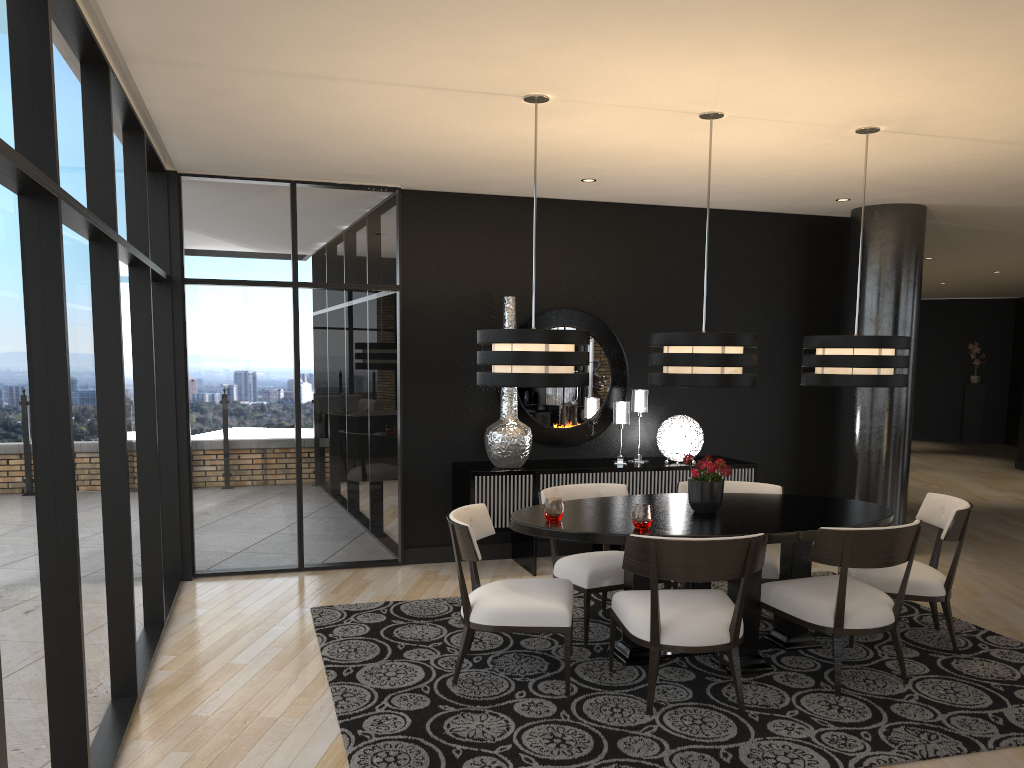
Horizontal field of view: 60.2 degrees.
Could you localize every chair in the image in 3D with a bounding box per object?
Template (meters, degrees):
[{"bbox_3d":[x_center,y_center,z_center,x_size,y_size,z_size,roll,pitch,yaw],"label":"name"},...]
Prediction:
[{"bbox_3d":[1.282,1.011,5.242,0.642,0.814,0.611,2,5,12],"label":"chair"},{"bbox_3d":[0.505,1.010,5.055,0.641,0.814,0.611,-2,6,-31],"label":"chair"},{"bbox_3d":[-0.010,1.027,4.307,0.616,0.814,0.637,1,5,4],"label":"chair"},{"bbox_3d":[1.605,1.043,4.317,0.642,0.814,0.611,-2,6,-23],"label":"chair"},{"bbox_3d":[0.784,1.043,4.043,0.642,0.814,0.610,0,5,-6],"label":"chair"},{"bbox_3d":[2.173,1.031,4.892,0.616,0.814,0.637,2,5,12],"label":"chair"}]

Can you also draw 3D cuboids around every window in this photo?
[{"bbox_3d":[5.732,-0.860,2.107,15.886,4.831,10.048,0,3,-7],"label":"window"}]

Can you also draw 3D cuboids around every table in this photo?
[{"bbox_3d":[1.004,1.045,4.624,2.105,0.776,1.200,0,3,-15],"label":"table"}]

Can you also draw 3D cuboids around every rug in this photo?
[{"bbox_3d":[0.936,1.426,4.668,3.720,0.011,2.697,0,2,-17],"label":"rug"}]

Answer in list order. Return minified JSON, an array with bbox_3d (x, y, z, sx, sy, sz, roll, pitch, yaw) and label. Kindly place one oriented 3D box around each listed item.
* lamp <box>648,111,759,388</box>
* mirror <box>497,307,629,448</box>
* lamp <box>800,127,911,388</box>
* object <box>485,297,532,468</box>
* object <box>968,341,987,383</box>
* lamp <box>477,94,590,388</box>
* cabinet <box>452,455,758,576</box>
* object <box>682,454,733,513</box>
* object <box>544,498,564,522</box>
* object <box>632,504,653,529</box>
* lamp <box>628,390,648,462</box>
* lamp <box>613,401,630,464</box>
[{"bbox_3d":[0.969,-0.656,4.395,0.535,1.342,0.530,-1,7,-17],"label":"lamp"},{"bbox_3d":[0.399,-0.047,6.792,1.075,1.089,0.025,-1,7,-16],"label":"mirror"},{"bbox_3d":[1.832,-0.656,4.644,0.535,1.342,0.530,-1,7,-17],"label":"lamp"},{"bbox_3d":[-0.021,-0.008,6.309,0.343,1.221,0.340,0,7,-8],"label":"object"},{"bbox_3d":[8.776,-0.409,16.671,0.337,0.795,0.227,5,8,34],"label":"object"},{"bbox_3d":[0.106,-0.657,4.145,0.535,1.342,0.530,-1,7,-17],"label":"lamp"},{"bbox_3d":[0.703,0.980,6.713,2.236,0.774,0.605,0,5,-16],"label":"cabinet"},{"bbox_3d":[1.007,0.512,4.540,0.237,0.301,0.227,-1,5,-14],"label":"object"},{"bbox_3d":[0.201,0.607,4.261,0.095,0.107,0.095,4,6,39],"label":"object"},{"bbox_3d":[0.607,0.616,4.107,0.095,0.107,0.094,0,5,-5],"label":"object"},{"bbox_3d":[0.973,0.320,6.756,0.131,0.555,0.124,5,8,36],"label":"lamp"},{"bbox_3d":[0.821,0.364,6.656,0.125,0.470,0.131,1,7,6],"label":"lamp"}]
